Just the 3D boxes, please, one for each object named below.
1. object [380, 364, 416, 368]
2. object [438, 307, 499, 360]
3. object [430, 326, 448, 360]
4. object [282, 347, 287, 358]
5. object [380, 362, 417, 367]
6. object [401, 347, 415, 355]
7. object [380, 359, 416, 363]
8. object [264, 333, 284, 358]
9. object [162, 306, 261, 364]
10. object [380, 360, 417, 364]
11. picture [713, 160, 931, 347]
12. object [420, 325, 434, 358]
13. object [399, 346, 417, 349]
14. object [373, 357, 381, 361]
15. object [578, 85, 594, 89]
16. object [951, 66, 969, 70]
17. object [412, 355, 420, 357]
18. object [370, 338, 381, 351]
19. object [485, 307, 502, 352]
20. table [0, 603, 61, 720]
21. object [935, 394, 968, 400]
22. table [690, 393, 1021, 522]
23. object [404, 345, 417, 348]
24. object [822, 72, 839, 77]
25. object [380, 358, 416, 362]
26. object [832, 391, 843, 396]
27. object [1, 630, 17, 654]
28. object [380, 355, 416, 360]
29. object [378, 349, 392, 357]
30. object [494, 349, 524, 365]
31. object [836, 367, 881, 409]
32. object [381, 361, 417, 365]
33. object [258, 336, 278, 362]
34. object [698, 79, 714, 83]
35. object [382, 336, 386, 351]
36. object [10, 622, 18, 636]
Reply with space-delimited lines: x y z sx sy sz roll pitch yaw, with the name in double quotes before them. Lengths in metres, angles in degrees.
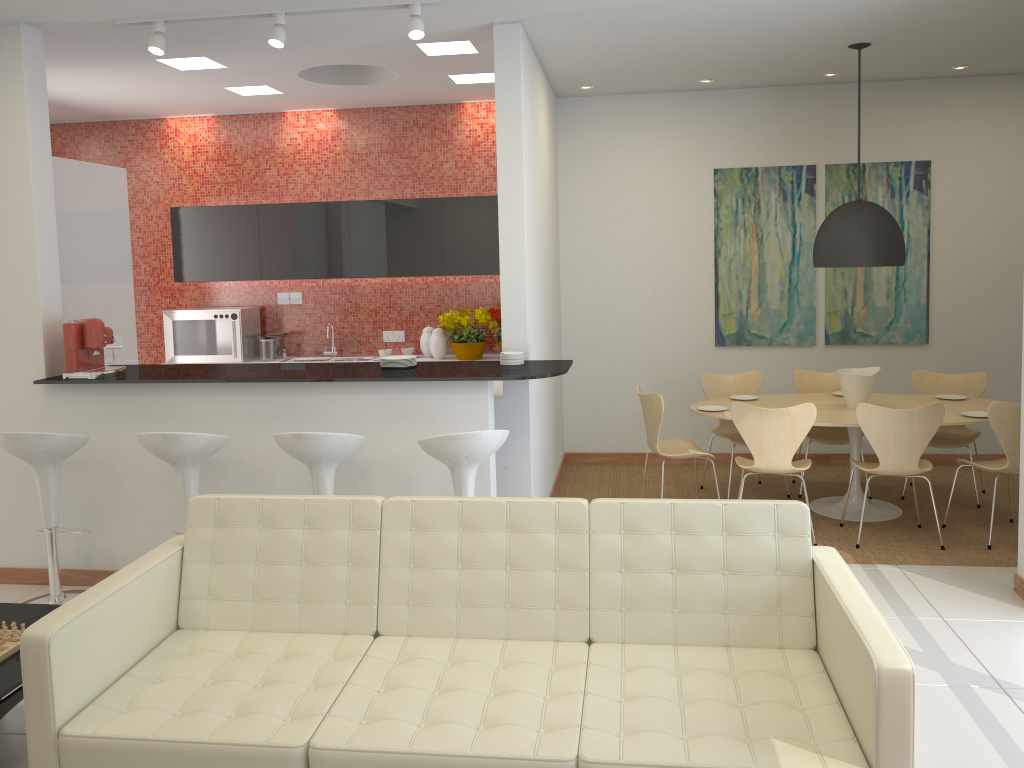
"object" -0.660 -0.107 5.155 0.211 0.015 0.211 -8 10 -38
"object" -0.373 -0.439 7.514 0.522 0.446 0.506 0 7 10
"object" -0.625 -0.351 7.558 0.160 0.282 0.160 -5 6 -30
"object" -2.039 -0.284 7.937 0.037 0.092 0.037 -1 5 8
"object" -0.660 -0.114 5.155 0.211 0.015 0.211 -8 10 -38
"object" -0.913 -0.276 7.759 0.121 0.084 0.121 -5 8 -27
"object" -0.661 -0.135 5.153 0.211 0.015 0.211 -8 10 -38
"object" -2.153 -0.344 8.026 0.172 0.214 0.173 1 7 26
"object" -2.671 -0.438 7.900 0.722 0.468 0.438 -1 6 8
"object" -0.661 -0.128 5.154 0.211 0.015 0.211 -8 10 -38
"picture" 2.576 -1.073 7.400 1.738 1.500 0.020 -1 5 8
"object" -0.723 -0.372 7.721 0.160 0.282 0.160 -5 6 -30
"object" -0.911 -0.320 7.735 0.008 0.009 0.235 3 9 37
"object" -1.090 -0.212 7.622 0.219 0.014 0.219 -9 11 -42
"object" 0.602 -2.412 7.201 0.130 0.010 0.130 -8 10 -37
"object" 3.445 -2.432 6.810 0.130 0.010 0.130 -8 10 -37
"object" -0.912 -0.237 7.762 0.218 0.014 0.220 0 8 13
"object" -1.155 -0.306 7.632 0.164 0.177 0.011 1 5 21
"object" 0.044 -0.443 7.461 0.503 0.446 0.525 -3 7 -12
"table" -2.002 1.202 3.308 0.700 0.420 0.922 -1 8 8
"object" 3.190 0.099 6.429 0.210 0.015 0.211 -4 8 -14
"table" 2.409 0.522 6.229 2.261 0.725 1.288 0 7 9
"object" -0.912 -0.324 7.763 0.008 0.009 0.235 2 9 32
"object" 2.497 -2.425 6.940 0.130 0.010 0.130 -8 10 -37
"object" -0.661 -0.141 5.152 0.211 0.015 0.211 -8 10 -38
"object" 2.535 0.078 6.701 0.210 0.015 0.211 2 9 25
"object" -2.019 0.978 3.255 0.346 0.001 0.352 0 8 8
"object" -0.661 -0.148 5.152 0.211 0.015 0.211 -8 10 -38
"object" -1.091 -0.252 7.619 0.121 0.084 0.121 2 8 28
"object" -0.018 -0.167 5.152 0.173 0.097 0.141 -1 7 1
"object" 2.404 0.025 6.171 0.272 0.278 0.262 4 9 43
"object" -0.661 -0.121 5.154 0.211 0.015 0.211 -8 10 -38
"object" -2.145 -0.311 7.791 0.172 0.214 0.173 1 7 26
"object" 1.550 -2.419 7.070 0.130 0.010 0.130 -8 10 -37
"object" -1.104 -0.314 7.671 0.009 0.194 0.140 -3 6 -22
"object" -1.902 0.932 3.378 0.030 0.052 0.030 -1 6 0
